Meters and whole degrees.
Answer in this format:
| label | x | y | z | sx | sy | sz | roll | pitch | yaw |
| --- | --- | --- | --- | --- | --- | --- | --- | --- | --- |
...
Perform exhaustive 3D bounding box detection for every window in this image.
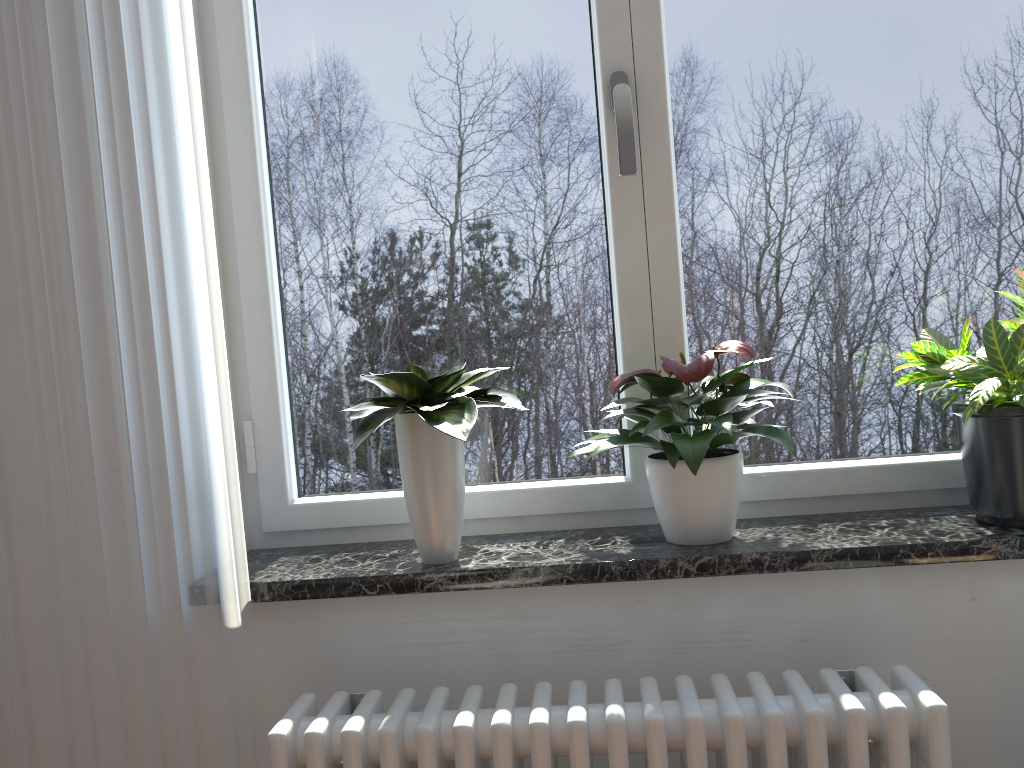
| label | x | y | z | sx | sy | sz | roll | pitch | yaw |
| --- | --- | --- | --- | --- | --- | --- | --- | --- | --- |
| window | 0.960 | -0.567 | 1.430 | 3.020 | 1.511 | 0.151 | -4 | 3 | 5 |

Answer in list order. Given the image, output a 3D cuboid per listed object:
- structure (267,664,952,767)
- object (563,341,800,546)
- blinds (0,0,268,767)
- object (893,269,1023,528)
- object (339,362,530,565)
| label | x | y | z | sx | sy | sz | roll | pitch | yaw |
| --- | --- | --- | --- | --- | --- | --- | --- | --- | --- |
| structure | 0.139 | 0.731 | 1.246 | 0.972 | 0.624 | 0.224 | -4 | 2 | 5 |
| object | 0.287 | 0.091 | 1.409 | 0.380 | 0.309 | 0.371 | -5 | 2 | -20 |
| blinds | -0.946 | -0.170 | 1.335 | 1.038 | 2.889 | 0.055 | -4 | 3 | 5 |
| object | 0.761 | 0.017 | 1.337 | 0.333 | 0.385 | 0.299 | -4 | 2 | 20 |
| object | -0.114 | 0.120 | 1.391 | 0.292 | 0.316 | 0.353 | -5 | 2 | -4 |
